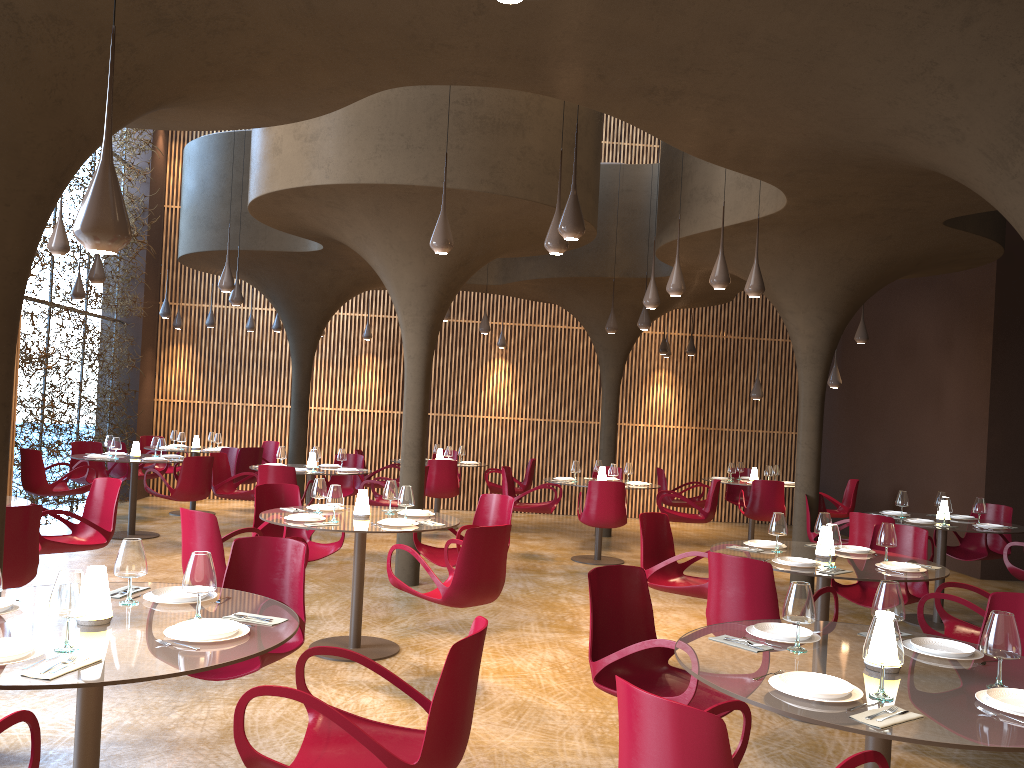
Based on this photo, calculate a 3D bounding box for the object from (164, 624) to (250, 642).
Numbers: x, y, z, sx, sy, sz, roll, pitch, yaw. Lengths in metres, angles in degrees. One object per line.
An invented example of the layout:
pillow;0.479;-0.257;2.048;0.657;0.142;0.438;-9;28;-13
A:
object;-1.240;1.010;3.608;0.332;0.014;0.331;4;-2;-32

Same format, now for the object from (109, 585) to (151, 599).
object;-1.866;1.003;4.273;0.126;0.017;0.262;3;-2;9

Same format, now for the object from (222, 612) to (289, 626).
object;-1.125;1.031;3.888;0.262;0.017;0.126;2;-2;19

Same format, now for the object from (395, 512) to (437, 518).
object;-0.844;1.152;7.843;0.410;0.012;0.204;2;-2;40

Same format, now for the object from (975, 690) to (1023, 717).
object;1.860;1.163;3.203;0.332;0.014;0.332;3;-2;3

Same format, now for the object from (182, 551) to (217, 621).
object;-1.344;0.873;3.813;0.142;0.295;0.142;3;0;7

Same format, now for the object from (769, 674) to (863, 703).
object;1.121;1.126;3.277;0.332;0.014;0.332;4;-2;-21

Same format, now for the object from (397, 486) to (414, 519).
object;-0.886;0.999;7.398;0.142;0.295;0.142;3;0;42

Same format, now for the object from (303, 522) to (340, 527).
object;-1.486;1.098;6.917;0.262;0.017;0.126;4;-2;-41

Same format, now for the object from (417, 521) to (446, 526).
object;-0.665;1.153;7.328;0.126;0.017;0.262;4;-2;-36

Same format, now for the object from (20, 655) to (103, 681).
object;-1.560;0.985;3.078;0.126;0.017;0.262;3;-2;14

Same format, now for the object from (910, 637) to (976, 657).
object;1.919;1.178;3.953;0.263;0.029;0.263;3;-2;-11

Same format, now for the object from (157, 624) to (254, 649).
object;-1.241;1.011;3.604;0.204;0.012;0.411;3;-2;15

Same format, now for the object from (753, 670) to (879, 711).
object;1.117;1.127;3.280;0.204;0.012;0.410;4;-2;-39

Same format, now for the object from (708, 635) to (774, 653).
object;1.007;1.145;3.906;0.126;0.017;0.262;4;-2;-40

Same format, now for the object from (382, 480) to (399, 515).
object;-1.073;1.001;7.833;0.142;0.295;0.142;3;0;10

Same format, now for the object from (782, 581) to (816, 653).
object;1.247;1.012;3.855;0.142;0.295;0.142;3;0;4

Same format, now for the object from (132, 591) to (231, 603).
object;-1.567;1.011;4.205;0.410;0.012;0.204;3;-2;5

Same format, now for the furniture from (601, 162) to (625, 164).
furniture;0.952;-2.844;14.156;2.529;1.047;0.901;2;-1;37

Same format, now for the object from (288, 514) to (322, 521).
object;-1.670;1.078;7.156;0.263;0.029;0.263;4;-2;-31

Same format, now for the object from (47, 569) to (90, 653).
object;-1.648;0.842;3.297;0.142;0.295;0.142;3;0;13

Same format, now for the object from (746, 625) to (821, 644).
object;1.249;1.156;4.087;0.331;0.014;0.332;3;-2;15

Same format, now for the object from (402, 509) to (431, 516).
object;-0.847;1.141;7.845;0.263;0.029;0.263;2;-2;42

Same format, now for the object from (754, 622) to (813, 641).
object;1.250;1.146;4.087;0.263;0.029;0.263;4;-2;-34

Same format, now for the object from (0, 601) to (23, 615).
object;-2.272;0.960;3.778;0.332;0.014;0.331;5;-2;-42

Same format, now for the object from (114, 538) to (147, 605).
object;-1.747;0.859;4.061;0.142;0.295;0.142;3;0;-14

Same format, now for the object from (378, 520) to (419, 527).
object;-0.920;1.128;7.166;0.331;0.014;0.332;3;-2;16

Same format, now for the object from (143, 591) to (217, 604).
object;-1.572;1.009;4.205;0.332;0.014;0.332;3;-2;-13

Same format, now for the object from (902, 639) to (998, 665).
object;1.921;1.189;3.950;0.204;0.012;0.410;4;-2;-35

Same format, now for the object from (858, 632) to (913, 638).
object;1.780;1.195;4.222;0.262;0.017;0.126;4;-2;-31

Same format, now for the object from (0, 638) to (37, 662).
object;-1.847;0.955;3.167;0.263;0.029;0.263;4;-2;-34

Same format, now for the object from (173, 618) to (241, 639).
object;-1.239;1.000;3.608;0.263;0.029;0.263;2;-2;32

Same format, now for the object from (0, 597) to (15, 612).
object;-2.271;0.950;3.778;0.263;0.029;0.263;4;-2;-26

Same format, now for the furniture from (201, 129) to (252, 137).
furniture;-3.365;-3.068;14.699;3.885;1.047;3.790;4;-2;-27

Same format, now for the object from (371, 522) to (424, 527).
object;-0.923;1.129;7.163;0.411;0.012;0.204;4;-2;-40

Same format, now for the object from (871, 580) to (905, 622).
object;1.698;1.040;4.001;0.142;0.295;0.142;3;0;-20

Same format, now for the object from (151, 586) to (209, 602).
object;-1.571;1.000;4.205;0.263;0.029;0.263;3;-2;3

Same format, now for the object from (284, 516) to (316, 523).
object;-1.674;1.089;7.159;0.410;0.012;0.204;1;-2;45

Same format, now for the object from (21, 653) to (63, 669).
object;-1.853;0.966;3.167;0.410;0.012;0.204;3;-2;9

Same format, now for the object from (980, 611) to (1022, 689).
object;1.893;1.034;3.435;0.142;0.295;0.142;3;0;-14

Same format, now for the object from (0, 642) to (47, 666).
object;-1.848;0.965;3.167;0.332;0.014;0.332;3;-2;1

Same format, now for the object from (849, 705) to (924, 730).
object;1.276;1.134;3.017;0.262;0.017;0.126;4;-2;-34

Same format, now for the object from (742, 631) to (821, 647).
object;1.252;1.157;4.091;0.411;0.012;0.204;5;-2;-44

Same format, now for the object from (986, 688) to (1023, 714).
object;1.861;1.153;3.204;0.263;0.029;0.263;3;-2;-13

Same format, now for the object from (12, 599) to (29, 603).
object;-2.271;0.961;3.783;0.204;0.012;0.411;3;-2;11

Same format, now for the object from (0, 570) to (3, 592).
object;-2.140;0.824;3.581;0.142;0.295;0.142;3;0;-20

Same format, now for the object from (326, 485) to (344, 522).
object;-1.431;0.963;7.151;0.142;0.295;0.142;3;0;-9

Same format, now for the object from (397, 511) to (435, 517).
object;-0.847;1.151;7.845;0.331;0.014;0.332;2;-2;19

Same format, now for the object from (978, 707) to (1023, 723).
object;1.857;1.164;3.200;0.411;0.012;0.204;4;-2;-40

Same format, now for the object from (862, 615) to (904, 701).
object;1.358;1.000;3.244;0.142;0.295;0.142;3;0;10

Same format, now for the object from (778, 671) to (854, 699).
object;1.121;1.116;3.277;0.263;0.029;0.263;2;-2;24

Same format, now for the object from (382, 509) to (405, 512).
object;-1.050;1.154;8.070;0.126;0.017;0.262;1;-2;45

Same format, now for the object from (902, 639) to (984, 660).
object;1.918;1.187;3.953;0.331;0.014;0.332;2;-2;27

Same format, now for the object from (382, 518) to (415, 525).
object;-0.919;1.118;7.166;0.263;0.029;0.263;4;-2;-39

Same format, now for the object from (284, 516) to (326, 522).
object;-1.671;1.087;7.156;0.332;0.014;0.331;4;-2;-41
